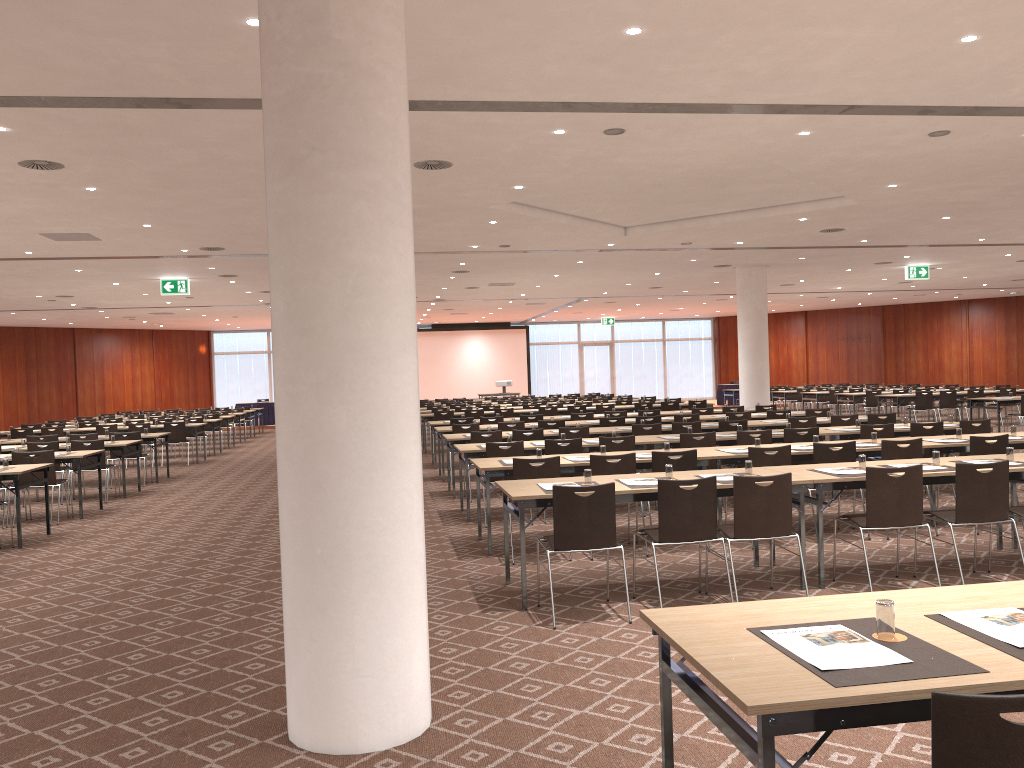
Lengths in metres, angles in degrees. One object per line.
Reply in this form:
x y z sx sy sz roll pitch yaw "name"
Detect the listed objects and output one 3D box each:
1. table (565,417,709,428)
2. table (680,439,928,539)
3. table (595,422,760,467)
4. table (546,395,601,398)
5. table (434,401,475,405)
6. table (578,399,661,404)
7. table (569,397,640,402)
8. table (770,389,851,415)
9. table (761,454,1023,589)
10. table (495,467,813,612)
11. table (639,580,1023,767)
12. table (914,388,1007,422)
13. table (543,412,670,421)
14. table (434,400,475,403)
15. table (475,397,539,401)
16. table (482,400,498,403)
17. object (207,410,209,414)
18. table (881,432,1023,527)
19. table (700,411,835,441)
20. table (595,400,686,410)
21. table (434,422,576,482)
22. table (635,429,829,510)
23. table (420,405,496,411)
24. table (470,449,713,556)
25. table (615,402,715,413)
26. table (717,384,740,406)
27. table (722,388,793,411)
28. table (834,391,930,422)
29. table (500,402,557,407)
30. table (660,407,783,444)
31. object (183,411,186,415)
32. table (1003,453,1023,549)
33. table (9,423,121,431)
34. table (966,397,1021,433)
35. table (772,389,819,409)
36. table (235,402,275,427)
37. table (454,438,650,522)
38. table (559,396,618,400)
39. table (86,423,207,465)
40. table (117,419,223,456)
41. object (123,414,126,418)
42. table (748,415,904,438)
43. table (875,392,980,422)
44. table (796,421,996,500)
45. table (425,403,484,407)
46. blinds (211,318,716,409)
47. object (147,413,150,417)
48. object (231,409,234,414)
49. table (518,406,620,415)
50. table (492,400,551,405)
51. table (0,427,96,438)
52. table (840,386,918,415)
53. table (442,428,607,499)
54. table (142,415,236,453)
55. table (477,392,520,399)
2.119 1.029 15.163 2.267 0.833 0.953 -2 1 -9 "table"
3.011 1.071 9.231 2.267 0.833 0.953 -2 1 -9 "table"
2.416 1.043 13.186 2.267 0.833 0.953 -2 1 -9 "table"
2.056 0.838 30.824 2.267 0.833 0.953 -2 1 -9 "table"
-2.133 1.018 28.175 2.267 0.833 0.953 -2 1 -9 "table"
2.949 0.880 24.892 2.267 0.833 0.953 -2 1 -9 "table"
2.651 0.866 26.869 2.267 0.833 0.953 -2 1 -9 "table"
9.409 0.616 27.881 2.267 0.833 0.953 -2 1 -9 "table"
3.309 1.085 7.253 2.267 0.833 0.953 -2 1 -9 "table"
1.065 1.168 6.917 2.267 0.833 0.953 -2 1 -9 "table"
1.667 1.196 2.919 2.267 0.833 0.953 -2 1 -9 "table"
12.247 0.561 24.263 2.267 0.833 0.953 -2 1 -9 "table"
1.821 1.015 17.140 2.267 0.833 0.953 -2 1 -9 "table"
-2.430 1.004 30.152 2.267 0.833 0.953 -2 1 -9 "table"
-0.187 0.921 30.488 2.267 0.833 0.953 -2 1 -9 "table"
0.110 0.935 28.511 2.267 0.833 0.953 -2 1 -9 "table"
-8.601 0.806 25.122 0.054 0.114 0.054 -2 1 -20 "object"
5.255 0.988 9.567 2.267 0.833 0.953 -2 1 -9 "table"
4.362 0.946 15.499 2.267 0.833 0.953 -2 1 -9 "table"
3.246 0.894 22.914 2.267 0.833 0.953 -2 1 -9 "table"
-0.125 1.112 14.827 2.267 0.833 0.953 -2 1 -9 "table"
2.714 1.057 11.208 2.267 0.833 0.953 -2 1 -9 "table"
-1.538 1.046 24.220 2.267 0.833 0.953 -2 1 -9 "table"
0.768 1.154 8.895 2.267 0.833 0.953 -2 1 -9 "table"
3.544 0.908 20.937 2.267 0.833 0.953 -2 1 -9 "table"
9.090 0.416 35.133 1.712 0.832 1.041 -2 1 -9 "table"
8.814 0.588 31.836 2.267 0.833 0.953 -2 1 -9 "table"
10.004 0.644 23.927 2.267 0.833 0.953 -2 1 -9 "table"
0.705 0.963 24.556 2.267 0.833 0.953 -2 1 -9 "table"
4.065 0.932 17.476 2.267 0.833 0.953 -2 1 -9 "table"
-9.246 0.830 25.036 0.054 0.114 0.054 -2 1 -20 "object"
5.552 1.002 7.589 2.267 0.833 0.953 -2 1 -9 "table"
-10.399 1.399 20.871 2.267 0.833 0.953 -2 1 -9 "table"
10.822 0.682 18.489 2.267 0.833 0.953 -2 1 -9 "table"
9.111 0.602 29.859 2.267 0.833 0.953 -2 1 -9 "table"
-9.207 1.093 32.393 1.712 0.832 1.041 -2 1 -9 "table"
0.470 1.140 10.872 2.267 0.833 0.953 -2 1 -9 "table"
2.354 0.852 28.847 2.267 0.833 0.953 -2 1 -9 "table"
-7.858 1.330 19.229 2.267 0.833 0.953 -2 1 -9 "table"
-8.155 1.316 21.207 2.267 0.833 0.953 -2 1 -9 "table"
-10.835 0.888 24.793 0.054 0.114 0.054 -3 2 -42 "object"
4.660 0.960 13.522 2.267 0.833 0.953 -2 1 -9 "table"
10.301 0.658 21.949 2.267 0.833 0.953 -2 1 -9 "table"
4.957 0.974 11.544 2.267 0.833 0.953 -2 1 -9 "table"
-1.835 1.032 26.197 2.267 0.833 0.953 -2 1 -9 "table"
-1.726 -0.763 40.084 22.850 3.817 0.115 -2 1 -9 "blinds"
-10.202 0.865 24.889 0.054 0.114 0.054 -3 2 -42 "object"
-7.953 0.782 25.228 0.054 0.114 0.054 -2 1 -20 "object"
1.301 0.991 20.601 2.267 0.833 0.953 -2 1 -9 "table"
0.408 0.949 26.533 2.267 0.833 0.953 -2 1 -9 "table"
-10.101 1.413 18.893 2.267 0.833 0.953 -2 1 -9 "table"
11.652 0.533 28.217 2.267 0.833 0.953 -2 1 -9 "table"
0.173 1.126 12.850 2.267 0.833 0.953 -2 1 -9 "table"
-8.453 1.302 23.184 2.267 0.833 0.953 -2 1 -9 "table"
-0.487 0.770 33.716 1.539 0.832 0.953 -2 1 -9 "table"
